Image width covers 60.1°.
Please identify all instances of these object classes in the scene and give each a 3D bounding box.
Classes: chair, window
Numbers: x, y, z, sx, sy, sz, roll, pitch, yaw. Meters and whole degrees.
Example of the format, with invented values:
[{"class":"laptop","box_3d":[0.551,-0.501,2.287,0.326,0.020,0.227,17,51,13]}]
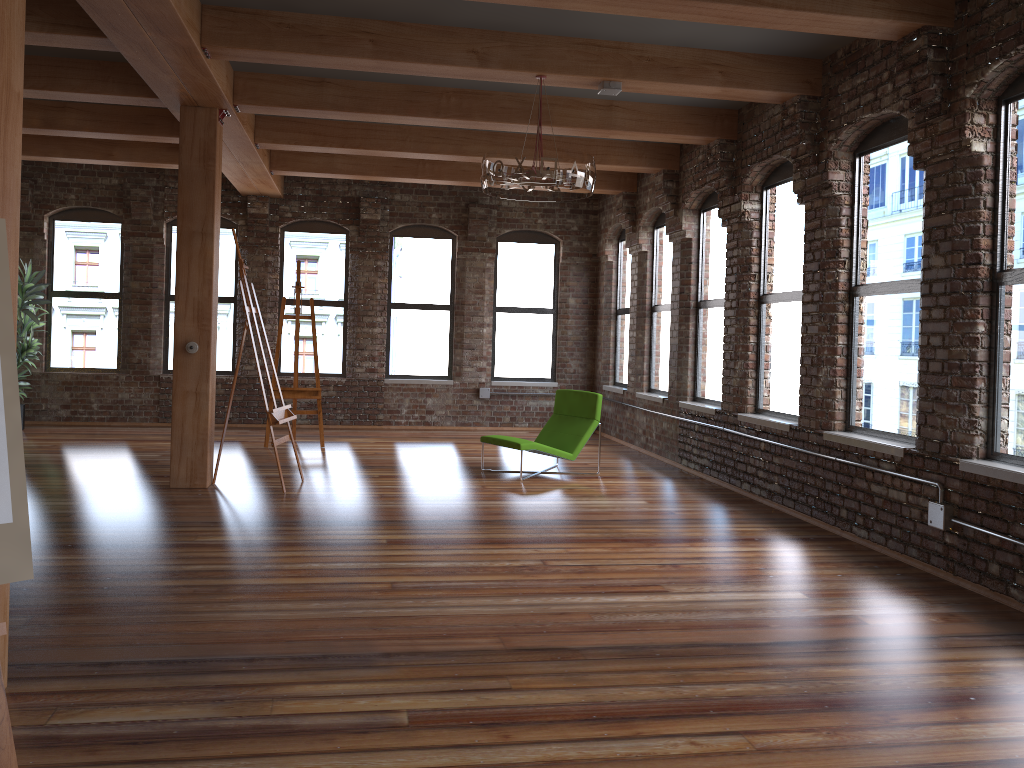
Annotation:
[{"class":"chair","box_3d":[0.278,0.462,8.524,0.955,0.796,0.681,0,2,-35]},{"class":"window","box_3d":[2.711,-0.600,4.470,0.232,2.214,0.969,2,1,-10]},{"class":"window","box_3d":[1.972,-0.840,8.806,0.233,2.214,0.969,2,1,-10]},{"class":"window","box_3d":[-5.622,-1.233,11.704,0.968,2.169,0.086,2,0,-10]},{"class":"window","box_3d":[1.473,-1.002,11.726,0.232,2.214,0.969,2,1,-10]},{"class":"window","box_3d":[2.216,-0.760,7.363,0.230,2.214,0.969,2,1,-10]},{"class":"window","box_3d":[0.195,-1.084,12.631,0.968,2.218,0.219,2,0,-10]},{"class":"window","box_3d":[-4.164,-1.170,11.885,0.968,2.227,0.221,2,0,-10]},{"class":"window","box_3d":[2.466,-0.680,5.917,0.236,2.214,0.969,2,1,-10]},{"class":"window","box_3d":[-1.269,-1.114,12.381,0.968,2.218,0.219,2,0,-10]},{"class":"window","box_3d":[1.724,-0.920,10.253,0.231,2.214,0.969,2,1,-10]},{"class":"window","box_3d":[-2.720,-1.140,12.132,0.968,2.227,0.221,2,0,-10]}]

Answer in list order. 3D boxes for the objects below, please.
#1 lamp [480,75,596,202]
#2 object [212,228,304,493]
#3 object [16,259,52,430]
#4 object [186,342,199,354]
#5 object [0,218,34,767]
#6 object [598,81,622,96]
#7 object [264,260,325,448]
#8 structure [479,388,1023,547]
[{"class":"lamp","box_3d":[0.192,-1.747,6.202,0.810,0.814,0.809,2,2,26]},{"class":"object","box_3d":[-2.121,-0.224,7.382,0.685,2.140,0.662,2,0,0]},{"class":"object","box_3d":[-6.244,-0.496,10.801,1.079,2.103,0.967,1,1,-32]},{"class":"object","box_3d":[-2.570,-0.292,7.111,0.095,0.095,0.061,1,1,-10]},{"class":"object","box_3d":[-1.564,0.060,2.081,0.685,2.140,0.701,2,1,40]},{"class":"object","box_3d":[0.699,-2.117,6.323,0.145,0.072,0.147,1,2,-10]},{"class":"object","box_3d":[-2.483,-0.377,10.215,0.661,2.140,0.685,2,0,-15]},{"class":"structure","box_3d":[2.253,0.606,6.092,1.633,0.313,13.725,1,3,-17]}]
